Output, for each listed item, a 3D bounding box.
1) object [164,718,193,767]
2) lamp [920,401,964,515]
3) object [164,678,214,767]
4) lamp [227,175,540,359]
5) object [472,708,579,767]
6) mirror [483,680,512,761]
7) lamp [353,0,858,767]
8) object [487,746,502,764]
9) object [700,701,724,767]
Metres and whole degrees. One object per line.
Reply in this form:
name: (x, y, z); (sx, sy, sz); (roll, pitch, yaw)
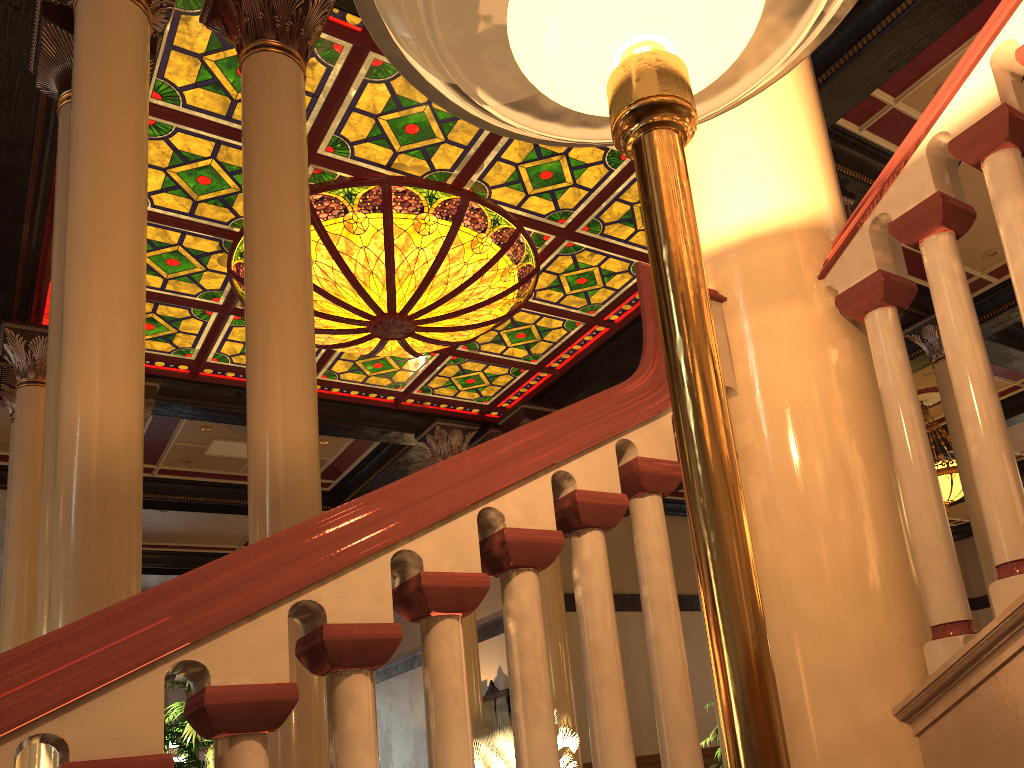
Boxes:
object: (-3.484, 4.196, 8.015); (1.912, 2.153, 2.048); (12, -28, -43)
lamp: (6.630, 1.150, 13.637); (1.248, 1.818, 1.192); (8, -24, -38)
object: (-1.486, 2.385, 4.518); (1.067, 2.051, 1.099); (-11, -18, 13)
lamp: (-1.187, -0.809, 8.539); (3.133, 0.575, 3.025); (10, -29, -34)
object: (0.308, 4.662, 10.159); (2.149, 2.168, 1.850); (5, -23, -30)
mirror: (-0.317, 6.541, 16.924); (0.208, 1.479, 1.401); (3, -22, -32)
lamp: (0.212, 0.466, 0.643); (0.591, 1.919, 0.597); (-2, -17, -16)
object: (-0.647, 7.544, 16.043); (1.067, 2.051, 1.099); (-11, -18, 13)
object: (2.051, 3.014, 6.916); (1.137, 2.051, 1.032); (11, -25, -44)
